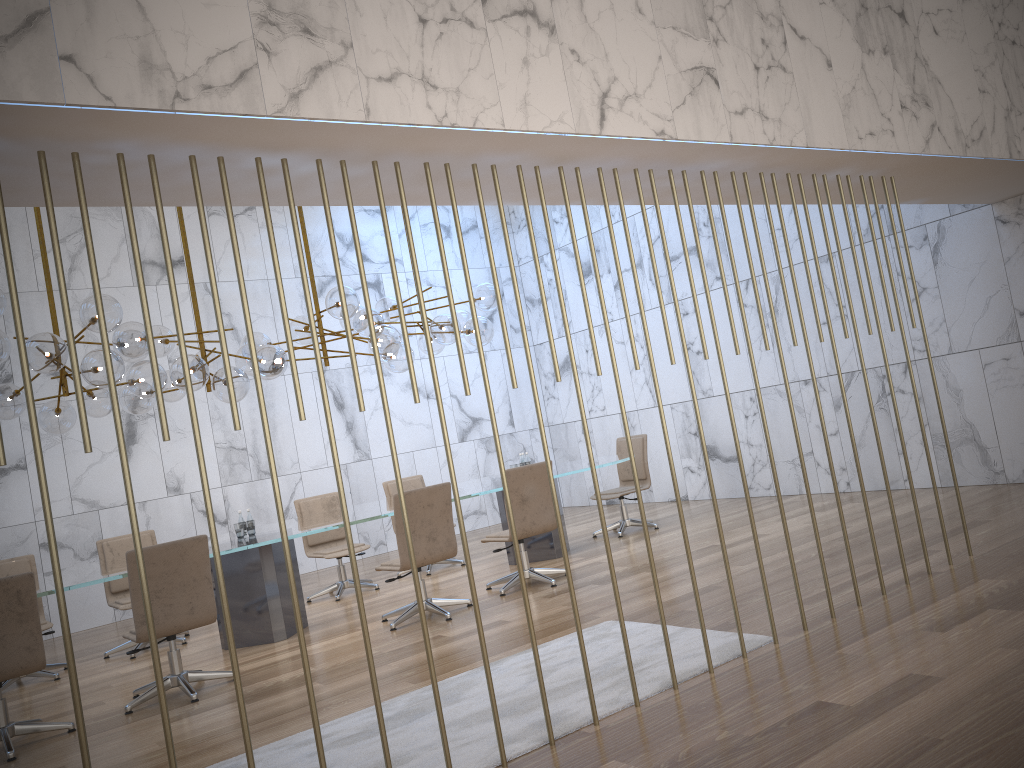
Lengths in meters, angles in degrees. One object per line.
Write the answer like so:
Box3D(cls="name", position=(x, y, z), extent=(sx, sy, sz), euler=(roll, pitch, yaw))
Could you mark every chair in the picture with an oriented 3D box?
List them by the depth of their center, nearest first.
Box3D(cls="chair", position=(-3.038, 1.643, 5.197), extent=(0.726, 1.000, 0.697), euler=(-8, -4, -35))
Box3D(cls="chair", position=(-2.231, 1.524, 5.774), extent=(0.726, 1.000, 0.697), euler=(-8, -4, -35))
Box3D(cls="chair", position=(-0.735, 1.305, 6.841), extent=(0.726, 1.000, 0.697), euler=(-8, -4, -35))
Box3D(cls="chair", position=(-4.047, 1.932, 7.195), extent=(0.726, 1.000, 0.697), euler=(-8, -4, -36))
Box3D(cls="chair", position=(0.067, 1.187, 7.415), extent=(0.726, 1.000, 0.697), euler=(-8, -4, -35))
Box3D(cls="chair", position=(-3.249, 1.814, 7.766), extent=(0.726, 1.000, 0.697), euler=(-8, -4, -36))
Box3D(cls="chair", position=(-1.757, 1.595, 8.831), extent=(0.726, 1.000, 0.697), euler=(-8, -4, -36))
Box3D(cls="chair", position=(-0.949, 1.477, 9.408), extent=(0.726, 1.000, 0.697), euler=(-8, -4, -36))
Box3D(cls="chair", position=(1.179, 1.094, 9.575), extent=(0.697, 1.000, 0.726), euler=(-8, -4, -35))

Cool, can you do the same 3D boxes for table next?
Box3D(cls="table", position=(-2.083, 1.651, 7.229), extent=(7.924, 0.835, 2.092), euler=(-8, -4, -35))

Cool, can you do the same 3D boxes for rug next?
Box3D(cls="rug", position=(-0.229, 1.567, 4.188), extent=(3.025, 0.034, 1.320), euler=(-8, -4, -36))

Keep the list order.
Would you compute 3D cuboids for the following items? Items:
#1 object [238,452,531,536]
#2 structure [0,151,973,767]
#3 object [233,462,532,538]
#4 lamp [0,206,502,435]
Box3D(cls="object", position=(-1.926, 1.100, 7.454), extent=(5.189, 0.213, 0.124), euler=(-8, -4, -35))
Box3D(cls="structure", position=(-0.249, 0.302, 3.552), extent=(7.223, 2.456, 0.023), euler=(-8, -4, -35))
Box3D(cls="object", position=(-1.901, 1.142, 7.404), extent=(5.112, 0.117, 0.183), euler=(-8, -4, -35))
Box3D(cls="lamp", position=(-2.689, -1.097, 7.305), extent=(5.672, 2.716, 1.557), euler=(-8, -4, -35))
